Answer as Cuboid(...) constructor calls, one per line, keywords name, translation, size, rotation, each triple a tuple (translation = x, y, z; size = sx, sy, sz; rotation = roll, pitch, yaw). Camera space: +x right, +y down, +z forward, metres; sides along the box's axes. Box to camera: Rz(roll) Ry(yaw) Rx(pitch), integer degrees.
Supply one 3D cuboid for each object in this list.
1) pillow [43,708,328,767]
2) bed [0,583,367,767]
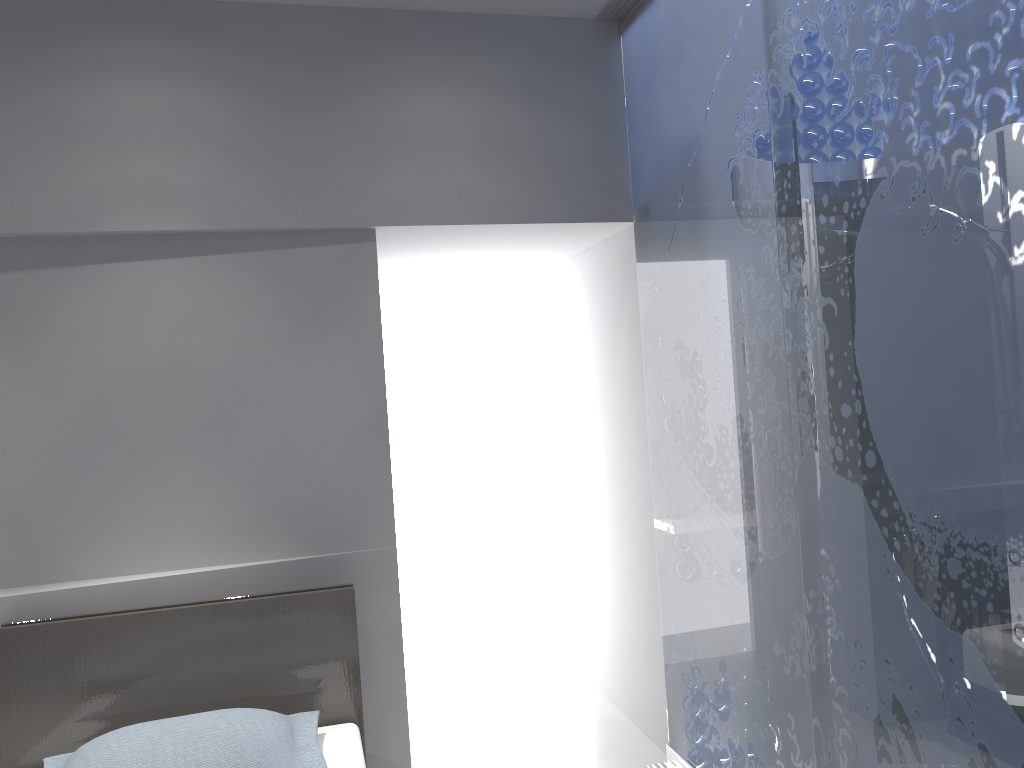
Cuboid(name="pillow", translation=(-0.862, 0.987, 2.338), size=(0.746, 0.173, 0.417), rotation=(-4, 0, -18))
Cuboid(name="bed", translation=(-0.756, 1.033, 1.626), size=(1.411, 0.752, 2.319), rotation=(-4, 0, -13))
